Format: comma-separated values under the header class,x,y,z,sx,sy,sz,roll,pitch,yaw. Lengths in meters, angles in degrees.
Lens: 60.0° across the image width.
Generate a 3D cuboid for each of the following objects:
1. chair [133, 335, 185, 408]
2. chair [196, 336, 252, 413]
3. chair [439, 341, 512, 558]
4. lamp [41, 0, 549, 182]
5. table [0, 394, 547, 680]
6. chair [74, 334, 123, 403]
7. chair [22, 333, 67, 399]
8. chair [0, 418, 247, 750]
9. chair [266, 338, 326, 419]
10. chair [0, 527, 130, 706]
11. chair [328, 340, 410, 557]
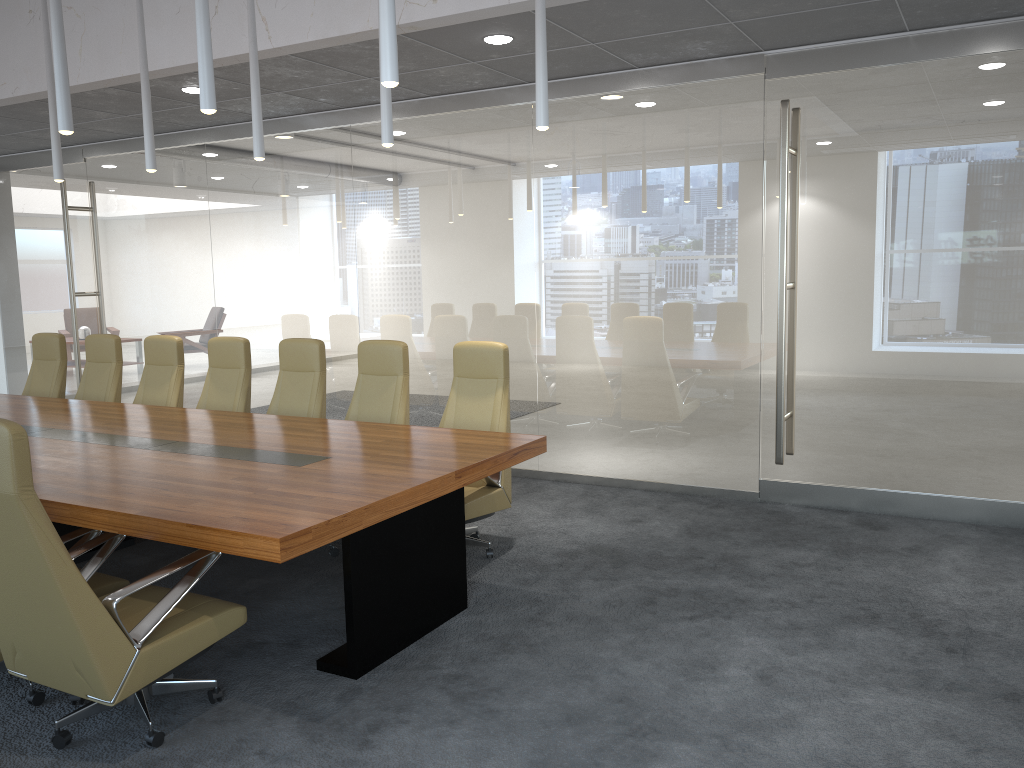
class,x,y,z,sx,sy,sz,roll,pitch,yaw
chair,-3.262,0.321,7.501,0.711,1.406,0.955,3,8,29
chair,-2.565,0.353,7.121,0.711,1.406,0.955,3,8,29
chair,-0.418,0.444,6.027,0.711,1.406,0.955,3,8,29
lamp,-3.255,-2.569,5.592,7.258,2.378,2.619,3,8,29
table,-3.181,0.764,6.014,6.500,0.895,2.300,3,8,29
chair,-3.972,0.287,7.889,0.711,1.406,0.955,3,8,29
chair,-4.673,0.254,8.272,0.711,1.406,0.955,3,8,29
chair,-1.715,0.766,3.713,0.711,1.406,0.955,3,8,29
chair,-1.863,0.386,6.738,0.711,1.406,0.955,3,8,29
chair,-2.403,0.734,4.089,0.711,1.406,0.955,3,8,29
chair,-1.165,0.419,6.357,0.711,1.406,0.955,3,8,29
